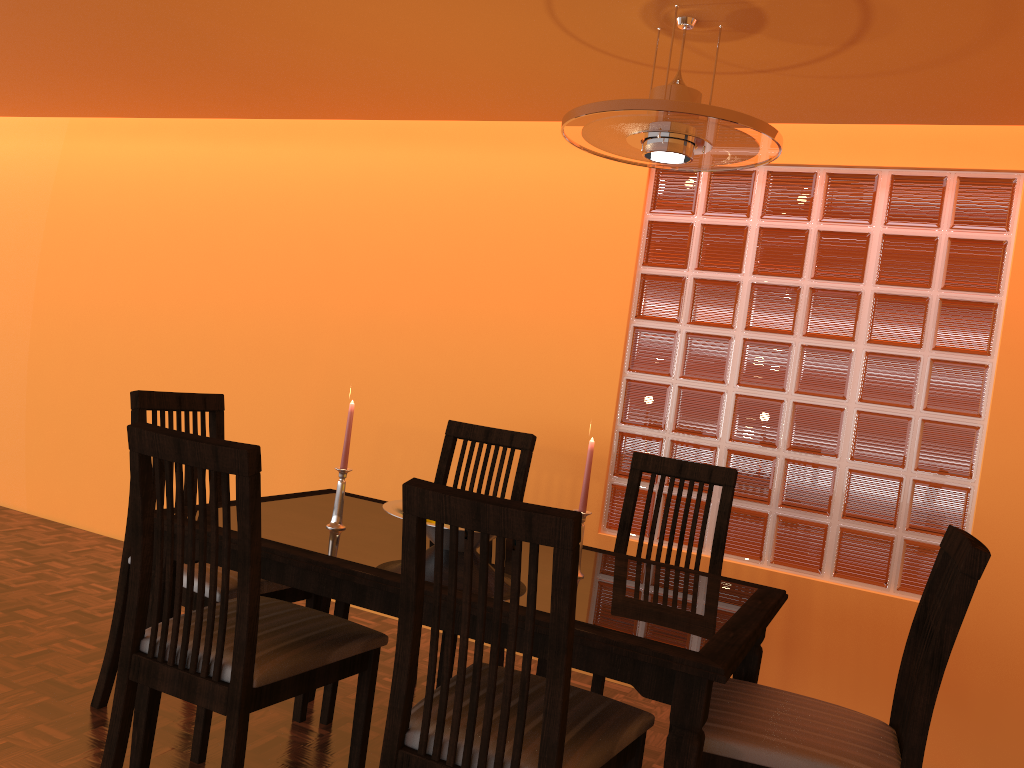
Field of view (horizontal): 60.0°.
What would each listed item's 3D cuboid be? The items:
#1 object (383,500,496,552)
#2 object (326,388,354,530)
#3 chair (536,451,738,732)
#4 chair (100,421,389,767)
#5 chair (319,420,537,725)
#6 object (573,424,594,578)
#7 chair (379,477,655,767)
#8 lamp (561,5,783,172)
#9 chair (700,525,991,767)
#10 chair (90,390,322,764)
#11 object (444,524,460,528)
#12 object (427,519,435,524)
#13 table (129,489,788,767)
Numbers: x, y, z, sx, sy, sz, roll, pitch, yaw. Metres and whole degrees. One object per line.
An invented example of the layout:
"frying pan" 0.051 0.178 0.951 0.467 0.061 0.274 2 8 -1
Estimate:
"object" -0.121 0.323 1.951 0.337 0.072 0.337 7 1 -9
"object" -0.373 0.160 1.983 0.044 0.326 0.044 8 1 13
"chair" 0.320 0.595 2.178 0.373 0.809 0.465 8 2 25
"chair" -0.519 0.492 1.725 0.373 0.809 0.465 8 2 25
"chair" -0.198 0.519 2.420 0.373 0.809 0.465 8 2 25
"object" 0.149 0.234 1.833 0.044 0.326 0.044 8 1 13
"chair" -0.001 0.568 1.483 0.373 0.809 0.465 8 2 25
"lamp" 0.328 -0.586 1.765 0.435 0.274 0.435 6 2 -43
"chair" 0.555 0.639 1.636 0.465 0.809 0.373 8 1 20
"chair" -0.756 0.447 2.256 0.465 0.809 0.373 8 2 30
"object" -0.123 0.302 1.890 0.066 0.070 0.055 8 1 6
"object" -0.182 0.292 1.909 0.046 0.046 0.055 7 1 -12
"table" -0.133 0.653 1.930 1.259 0.584 0.697 8 2 25
